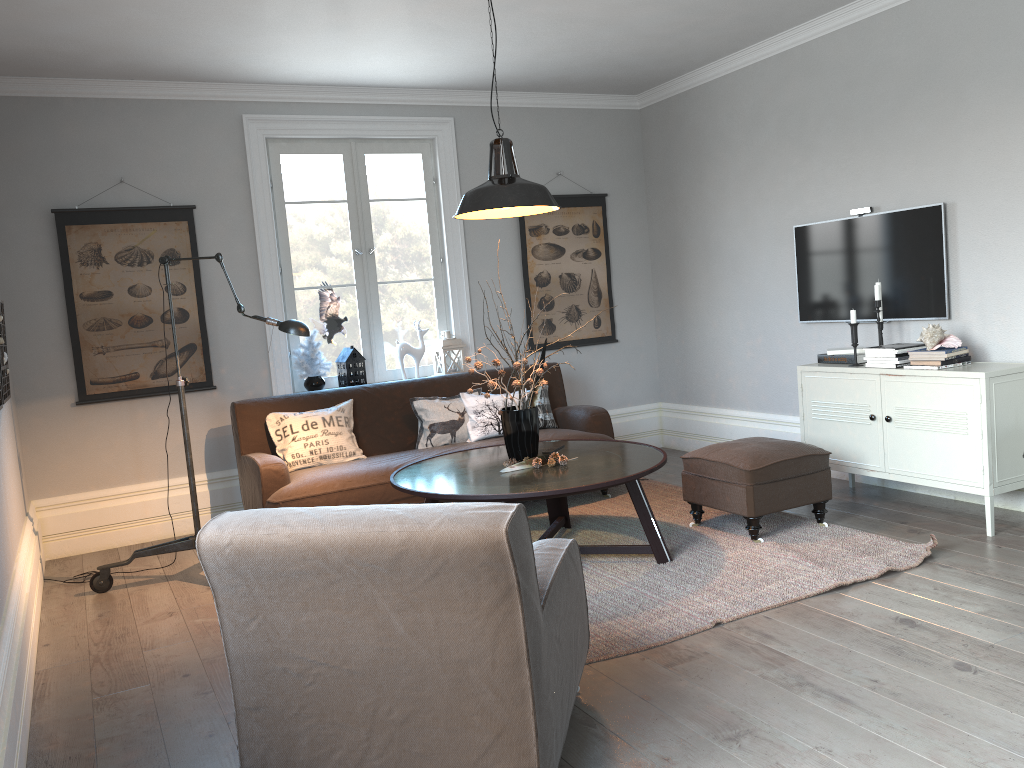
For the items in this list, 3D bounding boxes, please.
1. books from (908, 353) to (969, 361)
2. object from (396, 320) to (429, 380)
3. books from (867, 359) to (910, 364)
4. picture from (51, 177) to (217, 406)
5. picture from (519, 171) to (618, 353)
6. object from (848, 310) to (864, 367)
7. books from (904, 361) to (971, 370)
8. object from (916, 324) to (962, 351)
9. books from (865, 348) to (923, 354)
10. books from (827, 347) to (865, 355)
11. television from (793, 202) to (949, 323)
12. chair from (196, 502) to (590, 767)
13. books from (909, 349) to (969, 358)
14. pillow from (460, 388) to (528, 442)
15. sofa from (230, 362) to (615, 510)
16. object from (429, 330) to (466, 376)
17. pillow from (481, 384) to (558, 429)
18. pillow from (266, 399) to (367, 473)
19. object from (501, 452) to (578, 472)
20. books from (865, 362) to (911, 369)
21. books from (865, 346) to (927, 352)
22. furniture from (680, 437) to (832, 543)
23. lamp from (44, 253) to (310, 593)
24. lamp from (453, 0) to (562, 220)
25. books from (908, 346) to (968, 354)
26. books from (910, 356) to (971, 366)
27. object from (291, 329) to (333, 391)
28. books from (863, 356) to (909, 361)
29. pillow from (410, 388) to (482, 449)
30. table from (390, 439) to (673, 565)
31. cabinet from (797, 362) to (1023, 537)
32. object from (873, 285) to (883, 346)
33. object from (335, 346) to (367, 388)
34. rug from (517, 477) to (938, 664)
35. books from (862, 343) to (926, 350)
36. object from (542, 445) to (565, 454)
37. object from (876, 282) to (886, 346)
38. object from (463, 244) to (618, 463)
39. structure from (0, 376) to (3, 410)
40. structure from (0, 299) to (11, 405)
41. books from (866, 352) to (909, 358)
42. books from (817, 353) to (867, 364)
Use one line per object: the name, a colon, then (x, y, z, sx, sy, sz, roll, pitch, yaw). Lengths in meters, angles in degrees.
books: (2.107, -0.135, 4.383, 0.235, 0.014, 0.184, -9, 7, -37)
object: (-0.659, -0.221, 5.974, 0.239, 0.409, 0.128, -8, 6, -30)
books: (2.001, -0.127, 4.586, 0.254, 0.016, 0.200, -8, 6, -28)
picture: (-2.252, -0.571, 5.300, 0.793, 1.312, 0.057, -7, 6, -26)
picture: (0.406, -0.926, 6.620, 0.793, 1.312, 0.057, -7, 6, -26)
object: (1.832, -0.249, 4.743, 0.083, 0.311, 0.083, -1, 7, 41)
books: (2.105, -0.095, 4.393, 0.244, 0.014, 0.196, -8, 6, -26)
object: (2.097, -0.236, 4.381, 0.194, 0.127, 0.192, -8, 6, -33)
books: (1.999, -0.175, 4.586, 0.265, 0.010, 0.196, -8, 6, -26)
books: (1.881, -0.187, 4.998, 0.199, 0.024, 0.161, -3, 6, 18)
television: (2.039, -0.682, 5.111, 0.041, 0.657, 1.063, -7, 6, -26)
chair: (-0.237, 0.652, 2.521, 0.807, 0.795, 0.970, -4, 5, 15)
books: (2.105, -0.150, 4.375, 0.235, 0.017, 0.184, -9, 7, -39)
pillow: (-0.090, 0.183, 5.472, 0.471, 0.309, 0.188, -7, 6, -26)
sofa: (-0.463, 0.397, 5.302, 2.166, 0.824, 0.969, -8, 6, -26)
object: (-0.444, -0.211, 6.147, 0.193, 0.321, 0.193, -8, 6, -32)
pillow: (0.040, 0.167, 5.662, 0.542, 0.288, 0.183, -7, 6, -25)
pillow: (-1.120, 0.305, 5.089, 0.519, 0.368, 0.240, -8, 6, -26)
object: (0.128, 0.352, 4.117, 0.404, 0.067, 0.153, -6, 5, -9)
books: (2.007, -0.109, 4.598, 0.271, 0.022, 0.200, -7, 6, -24)
books: (1.993, -0.184, 4.584, 0.260, 0.010, 0.196, -8, 6, -28)
furniture: (1.243, 0.513, 4.502, 0.583, 0.439, 0.574, -8, 6, -26)
lamp: (-1.840, 0.175, 4.639, 1.864, 1.643, 0.797, -4, 5, 11)
lamp: (-0.069, -1.322, 4.047, 0.504, 1.075, 0.504, -3, 5, 21)
books: (2.101, -0.166, 4.378, 0.235, 0.014, 0.184, -9, 7, -39)
books: (2.121, -0.117, 4.392, 0.238, 0.027, 0.175, -8, 6, -29)
object: (-1.309, -0.149, 5.731, 0.262, 0.423, 0.248, -4, 5, 9)
books: (2.003, -0.144, 4.596, 0.271, 0.016, 0.222, -8, 6, -26)
pillow: (-0.383, 0.224, 5.411, 0.472, 0.347, 0.159, -8, 6, -29)
table: (0.097, 0.624, 4.216, 1.300, 0.503, 1.300, -8, 6, -33)
cabinet: (2.054, 0.277, 4.604, 0.408, 0.757, 1.152, -7, 6, -26)
object: (1.947, -0.317, 4.704, 0.092, 0.431, 0.092, -3, 5, 23)
object: (-1.064, -0.111, 5.864, 0.155, 0.284, 0.155, -9, 6, -36)
rug: (0.123, 0.812, 4.277, 2.819, 0.090, 2.400, -8, 6, -26)
books: (1.992, -0.193, 4.590, 0.263, 0.008, 0.212, -7, 6, -25)
object: (0.211, 0.330, 4.510, 0.051, 0.011, 0.207, -3, 6, 24)
object: (1.992, -0.341, 4.797, 0.066, 0.457, 0.066, -2, 6, 31)
object: (0.152, -0.160, 4.137, 0.525, 1.065, 0.853, -2, 6, 34)
structure: (-1.827, -0.105, 3.081, 0.086, 0.415, 0.468, -7, 6, -26)
structure: (-2.074, -0.136, 3.571, 0.086, 0.415, 0.468, -7, 6, -26)
books: (1.995, -0.160, 4.588, 0.251, 0.019, 0.200, -7, 6, -24)
books: (1.900, -0.151, 4.981, 0.218, 0.049, 0.276, -8, 6, -26)
